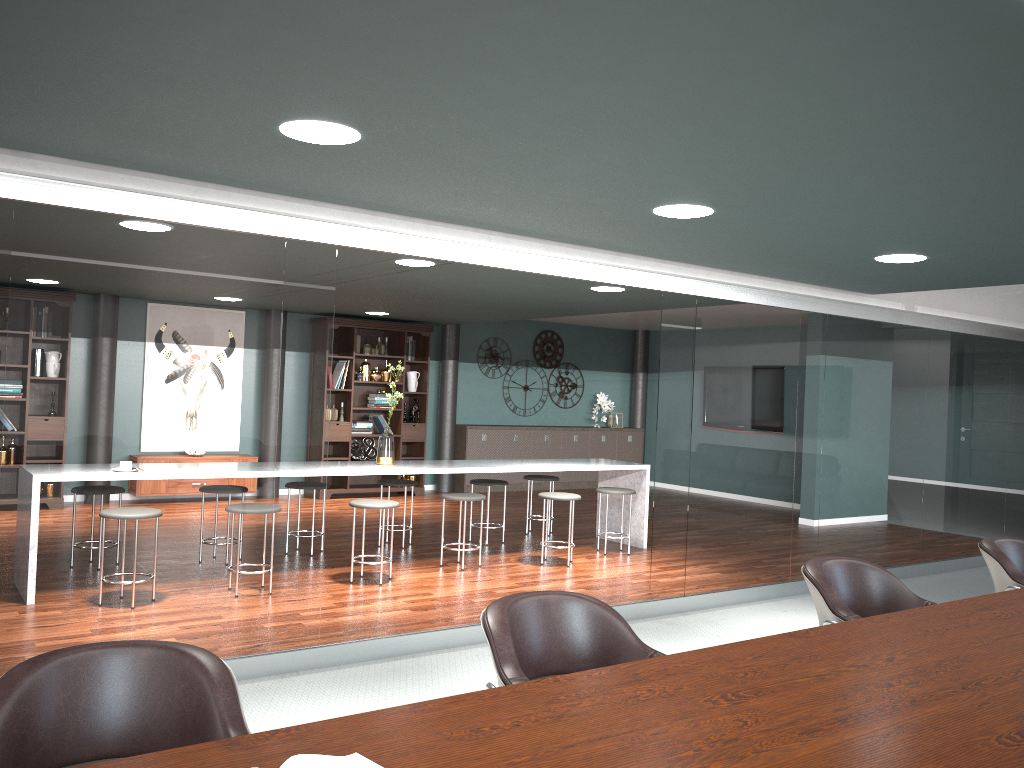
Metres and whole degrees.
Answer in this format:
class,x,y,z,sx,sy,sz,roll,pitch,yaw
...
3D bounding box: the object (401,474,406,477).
class,x,y,z,sx,sy,sz,roll,pitch,yaw
object,-1.300,1.111,10.431,0.099,0.169,0.099,2,-1,29

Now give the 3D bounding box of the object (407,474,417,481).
class,x,y,z,sx,sy,sz,roll,pitch,yaw
object,-1.176,1.073,10.426,0.108,0.256,0.108,2,0,-1

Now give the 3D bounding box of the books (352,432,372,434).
class,x,y,z,sx,sy,sz,roll,pitch,yaw
books,-1.759,0.549,10.048,0.286,0.027,0.184,3,-1,-35

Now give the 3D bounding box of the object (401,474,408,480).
class,x,y,z,sx,sy,sz,roll,pitch,yaw
object,-1.262,1.108,10.308,0.144,0.175,0.073,3,-1,-33

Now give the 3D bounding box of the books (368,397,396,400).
class,x,y,z,sx,sy,sz,roll,pitch,yaw
books,-1.503,0.166,10.244,0.268,0.016,0.205,3,-1,-35

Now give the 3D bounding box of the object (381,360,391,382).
class,x,y,z,sx,sy,sz,roll,pitch,yaw
object,-1.449,-0.151,10.207,0.108,0.256,0.108,2,0,-1

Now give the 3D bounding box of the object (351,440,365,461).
class,x,y,z,sx,sy,sz,roll,pitch,yaw
object,-1.763,0.747,9.989,0.224,0.238,0.159,3,-1,-35

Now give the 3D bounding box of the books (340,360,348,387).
class,x,y,z,sx,sy,sz,roll,pitch,yaw
books,-1.913,-0.105,9.938,0.062,0.322,0.197,3,-1,-35

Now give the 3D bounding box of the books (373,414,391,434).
class,x,y,z,sx,sy,sz,roll,pitch,yaw
books,-1.515,0.464,10.222,0.176,0.227,0.194,3,-1,-35

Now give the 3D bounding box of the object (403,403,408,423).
class,x,y,z,sx,sy,sz,roll,pitch,yaw
object,-1.254,0.336,10.382,0.077,0.228,0.077,2,-1,38

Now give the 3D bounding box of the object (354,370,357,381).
class,x,y,z,sx,sy,sz,roll,pitch,yaw
object,-1.810,-0.125,10.039,0.105,0.172,0.105,3,-1,-39

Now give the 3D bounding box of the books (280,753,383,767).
class,x,y,z,sx,sy,sz,roll,pitch,yaw
books,-0.267,0.535,1.151,0.285,0.032,0.180,3,-1,-45

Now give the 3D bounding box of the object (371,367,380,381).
class,x,y,z,sx,sy,sz,roll,pitch,yaw
object,-1.573,-0.112,10.212,0.099,0.169,0.099,2,-1,29

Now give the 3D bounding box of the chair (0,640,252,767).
class,x,y,z,sx,sy,sz,roll,pitch,yaw
chair,-0.663,0.862,1.440,0.535,0.761,0.518,3,-1,-15

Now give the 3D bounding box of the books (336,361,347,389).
class,x,y,z,sx,sy,sz,roll,pitch,yaw
books,-1.939,-0.103,9.924,0.090,0.316,0.197,3,-1,-35

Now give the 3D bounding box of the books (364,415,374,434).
class,x,y,z,sx,sy,sz,roll,pitch,yaw
books,-1.651,0.462,10.207,0.063,0.214,0.139,3,-1,-35

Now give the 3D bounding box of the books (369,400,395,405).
class,x,y,z,sx,sy,sz,roll,pitch,yaw
books,-1.505,0.211,10.250,0.248,0.042,0.194,3,-1,-35

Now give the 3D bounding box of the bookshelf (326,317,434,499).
class,x,y,z,sx,sy,sz,roll,pitch,yaw
bookshelf,-1.638,0.284,10.172,1.339,1.984,0.482,3,-1,-35

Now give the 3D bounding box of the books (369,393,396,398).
class,x,y,z,sx,sy,sz,roll,pitch,yaw
books,-1.500,0.137,10.252,0.248,0.042,0.194,3,-1,-35

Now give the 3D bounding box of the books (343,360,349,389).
class,x,y,z,sx,sy,sz,roll,pitch,yaw
books,-1.900,-0.105,9.946,0.062,0.322,0.197,3,-1,-35

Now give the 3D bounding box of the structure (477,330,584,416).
class,x,y,z,sx,sy,sz,roll,pitch,yaw
structure,0.285,-0.152,11.845,1.791,1.178,0.017,3,-1,-35

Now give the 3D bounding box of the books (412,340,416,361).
class,x,y,z,sx,sy,sz,roll,pitch,yaw
books,-1.200,-0.393,10.441,0.042,0.248,0.194,3,-1,-35

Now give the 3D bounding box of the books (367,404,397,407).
class,x,y,z,sx,sy,sz,roll,pitch,yaw
books,-1.505,0.246,10.252,0.286,0.027,0.184,3,-1,-35

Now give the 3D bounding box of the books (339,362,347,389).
class,x,y,z,sx,sy,sz,roll,pitch,yaw
books,-1.923,-0.099,9.936,0.063,0.309,0.210,3,-1,-35

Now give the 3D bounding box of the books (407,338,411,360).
class,x,y,z,sx,sy,sz,roll,pitch,yaw
books,-1.248,-0.407,10.407,0.016,0.268,0.205,3,-1,-35

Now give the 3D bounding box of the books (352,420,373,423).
class,x,y,z,sx,sy,sz,roll,pitch,yaw
books,-1.745,0.426,10.055,0.268,0.016,0.205,3,-1,-35

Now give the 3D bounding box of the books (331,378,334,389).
class,x,y,z,sx,sy,sz,roll,pitch,yaw
books,-2.053,-0.076,9.847,0.084,0.252,0.194,3,-1,-35

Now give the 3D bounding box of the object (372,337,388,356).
class,x,y,z,sx,sy,sz,roll,pitch,yaw
object,-1.536,-0.437,10.200,0.196,0.221,0.184,3,-1,-35

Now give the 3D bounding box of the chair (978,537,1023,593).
class,x,y,z,sx,sy,sz,roll,pitch,yaw
chair,2.025,0.995,3.327,0.523,0.761,0.533,2,-1,36

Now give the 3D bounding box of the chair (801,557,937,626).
class,x,y,z,sx,sy,sz,roll,pitch,yaw
chair,1.144,0.952,2.715,0.535,0.761,0.518,3,-1,-29

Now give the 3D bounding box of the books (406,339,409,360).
class,x,y,z,sx,sy,sz,roll,pitch,yaw
books,-1.272,-0.397,10.390,0.042,0.248,0.194,3,-1,-35

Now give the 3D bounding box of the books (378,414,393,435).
class,x,y,z,sx,sy,sz,roll,pitch,yaw
books,-1.487,0.464,10.242,0.166,0.228,0.205,3,-1,-35

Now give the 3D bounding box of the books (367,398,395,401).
class,x,y,z,sx,sy,sz,roll,pitch,yaw
books,-1.504,0.181,10.251,0.268,0.016,0.205,3,-1,-35

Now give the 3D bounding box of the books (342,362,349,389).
class,x,y,z,sx,sy,sz,roll,pitch,yaw
books,-1.910,-0.099,9.944,0.063,0.309,0.210,3,-1,-35

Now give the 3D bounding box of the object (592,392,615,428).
class,x,y,z,sx,sy,sz,roll,pitch,yaw
object,1.277,0.357,12.299,0.221,0.495,0.600,2,-1,29

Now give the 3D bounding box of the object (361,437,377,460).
class,x,y,z,sx,sy,sz,roll,pitch,yaw
object,-1.650,0.739,10.211,0.233,0.268,0.051,3,-1,-35

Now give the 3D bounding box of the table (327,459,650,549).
class,x,y,z,sx,sy,sz,roll,pitch,yaw
table,-0.902,0.926,6.340,4.577,0.699,0.609,3,-1,-35

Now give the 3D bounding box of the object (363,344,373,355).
class,x,y,z,sx,sy,sz,roll,pitch,yaw
object,-1.647,-0.395,10.110,0.096,0.126,0.106,2,-1,16

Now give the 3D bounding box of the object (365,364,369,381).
class,x,y,z,sx,sy,sz,roll,pitch,yaw
object,-1.636,-0.127,10.012,0.040,0.191,0.040,3,-1,-26

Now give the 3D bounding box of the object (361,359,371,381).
class,x,y,z,sx,sy,sz,roll,pitch,yaw
object,-1.671,-0.158,10.115,0.114,0.251,0.114,3,-1,-9

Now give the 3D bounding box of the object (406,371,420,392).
class,x,y,z,sx,sy,sz,roll,pitch,yaw
object,-1.223,-0.039,10.470,0.268,0.262,0.137,2,0,5

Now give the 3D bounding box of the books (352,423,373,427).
class,x,y,z,sx,sy,sz,roll,pitch,yaw
books,-1.738,0.456,10.060,0.248,0.042,0.194,3,-1,-35

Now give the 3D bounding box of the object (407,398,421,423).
class,x,y,z,sx,sy,sz,roll,pitch,yaw
object,-1.166,0.309,10.462,0.116,0.286,0.215,3,-1,-39

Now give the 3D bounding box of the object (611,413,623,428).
class,x,y,z,sx,sy,sz,roll,pitch,yaw
object,1.461,0.506,12.339,0.174,0.207,0.042,3,-1,-16

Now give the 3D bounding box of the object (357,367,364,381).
class,x,y,z,sx,sy,sz,roll,pitch,yaw
object,-1.711,-0.116,9.996,0.079,0.161,0.080,3,-1,-9

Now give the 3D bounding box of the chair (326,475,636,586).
class,x,y,z,sx,sy,sz,roll,pitch,yaw
chair,-0.916,1.021,6.405,4.029,0.512,1.479,3,-1,-36

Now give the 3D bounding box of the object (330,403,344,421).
class,x,y,z,sx,sy,sz,roll,pitch,yaw
object,-2.013,0.301,9.878,0.250,0.221,0.186,3,-1,-37

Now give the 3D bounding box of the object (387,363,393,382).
class,x,y,z,sx,sy,sz,roll,pitch,yaw
object,-1.434,-0.132,10.332,0.092,0.222,0.092,2,0,-1

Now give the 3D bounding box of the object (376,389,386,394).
class,x,y,z,sx,sy,sz,roll,pitch,yaw
object,-1.515,0.089,10.235,0.104,0.052,0.100,3,-1,-31

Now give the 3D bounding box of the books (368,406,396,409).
class,x,y,z,sx,sy,sz,roll,pitch,yaw
books,-1.508,0.269,10.250,0.268,0.016,0.205,3,-1,-35

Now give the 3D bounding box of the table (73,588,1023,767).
class,x,y,z,sx,sy,sz,roll,pitch,yaw
table,1.251,0.976,1.726,6.694,0.706,1.374,3,-1,-35

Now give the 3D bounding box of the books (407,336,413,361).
class,x,y,z,sx,sy,sz,roll,pitch,yaw
books,-1.228,-0.415,10.421,0.027,0.286,0.184,3,-1,-35

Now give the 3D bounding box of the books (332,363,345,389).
class,x,y,z,sx,sy,sz,roll,pitch,yaw
books,-1.963,-0.095,9.914,0.115,0.296,0.210,3,-1,-35

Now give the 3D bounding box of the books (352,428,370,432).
class,x,y,z,sx,sy,sz,roll,pitch,yaw
books,-1.759,0.514,10.046,0.248,0.042,0.194,3,-1,-35

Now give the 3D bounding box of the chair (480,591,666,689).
class,x,y,z,sx,sy,sz,roll,pitch,yaw
chair,0.164,0.903,2.023,0.535,0.761,0.518,3,-1,-29

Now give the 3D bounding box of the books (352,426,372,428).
class,x,y,z,sx,sy,sz,roll,pitch,yaw
books,-1.758,0.484,10.047,0.268,0.016,0.205,3,-1,-35

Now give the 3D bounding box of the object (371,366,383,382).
class,x,y,z,sx,sy,sz,roll,pitch,yaw
object,-1.535,-0.115,10.089,0.144,0.175,0.073,3,-1,-33

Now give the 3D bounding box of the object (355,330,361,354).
class,x,y,z,sx,sy,sz,roll,pitch,yaw
object,-1.771,-0.474,10.055,0.104,0.273,0.104,2,0,1

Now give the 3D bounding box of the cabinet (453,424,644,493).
class,x,y,z,sx,sy,sz,roll,pitch,yaw
cabinet,-3.281,0.787,9.117,12.287,0.820,0.402,3,-1,-35
